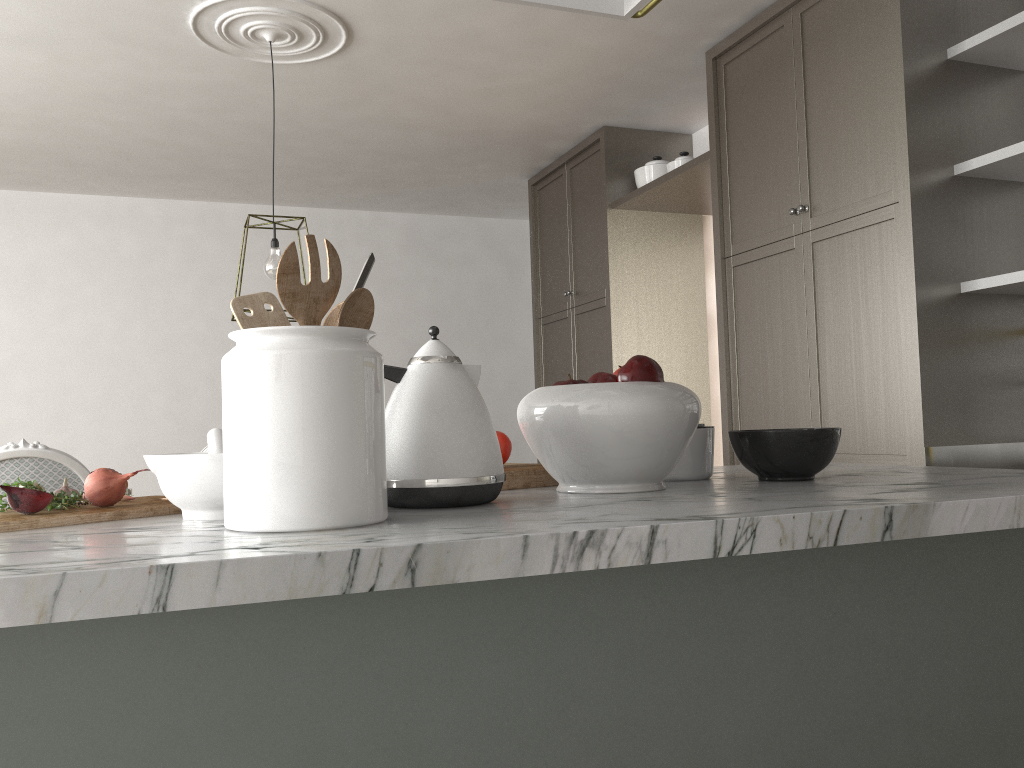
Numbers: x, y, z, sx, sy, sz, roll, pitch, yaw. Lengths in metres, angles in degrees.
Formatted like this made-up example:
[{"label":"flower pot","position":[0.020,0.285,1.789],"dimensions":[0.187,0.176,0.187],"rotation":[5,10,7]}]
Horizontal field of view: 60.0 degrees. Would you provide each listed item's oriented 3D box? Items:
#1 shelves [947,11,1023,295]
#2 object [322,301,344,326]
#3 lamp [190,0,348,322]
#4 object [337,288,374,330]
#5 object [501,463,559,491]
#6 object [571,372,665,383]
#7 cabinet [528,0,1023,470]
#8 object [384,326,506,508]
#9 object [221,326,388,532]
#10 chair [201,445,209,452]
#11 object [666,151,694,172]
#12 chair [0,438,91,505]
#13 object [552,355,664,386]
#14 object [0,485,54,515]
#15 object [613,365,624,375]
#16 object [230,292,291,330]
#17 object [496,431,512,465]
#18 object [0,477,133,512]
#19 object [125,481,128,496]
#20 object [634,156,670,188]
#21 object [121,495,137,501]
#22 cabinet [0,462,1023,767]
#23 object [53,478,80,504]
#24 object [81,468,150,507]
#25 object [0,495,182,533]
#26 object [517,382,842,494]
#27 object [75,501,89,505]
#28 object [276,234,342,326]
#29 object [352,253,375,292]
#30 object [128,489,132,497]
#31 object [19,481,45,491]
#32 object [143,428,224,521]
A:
[{"label":"shelves","position":[1.793,-0.712,2.225],"dimensions":[0.352,0.775,1.339],"rotation":[-1,-3,-21]},{"label":"object","position":[-0.223,0.024,1.010],"dimensions":[0.117,0.251,0.061],"rotation":[1,-4,-41]},{"label":"lamp","position":[-0.909,-0.807,3.380],"dimensions":[0.584,1.108,0.584],"rotation":[-2,-3,-6]},{"label":"object","position":[-0.198,0.021,0.941],"dimensions":[0.114,0.247,0.050],"rotation":[-1,-3,-16]},{"label":"object","position":[-0.104,0.160,1.497],"dimensions":[0.400,0.030,0.290],"rotation":[0,-3,-36]},{"label":"object","position":[0.148,0.021,1.337],"dimensions":[0.154,0.074,0.135],"rotation":[-1,-3,-26]},{"label":"cabinet","position":[1.554,-0.258,3.175],"dimensions":[0.947,2.377,5.433],"rotation":[-1,-3,-21]},{"label":"object","position":[-0.113,0.041,1.177],"dimensions":[0.204,0.236,0.178],"rotation":[-3,-3,15]},{"label":"object","position":[-0.227,0.048,0.977],"dimensions":[0.174,0.208,0.174],"rotation":[-2,-3,-4]},{"label":"chair","position":[-1.351,0.638,3.879],"dimensions":[0.480,0.833,0.505],"rotation":[-2,-3,11]},{"label":"object","position":[0.842,-1.049,4.316],"dimensions":[0.176,0.161,0.174],"rotation":[-1,-3,-16]},{"label":"chair","position":[-1.280,0.564,2.412],"dimensions":[0.480,0.833,0.505],"rotation":[-1,-3,-24]},{"label":"object","position":[0.135,0.006,1.281],"dimensions":[0.167,0.091,0.071],"rotation":[-2,-3,4]},{"label":"object","position":[-0.585,0.139,1.071],"dimensions":[0.057,0.039,0.049],"rotation":[-1,-3,-24]},{"label":"object","position":[0.184,-0.010,1.396],"dimensions":[0.054,0.048,0.061],"rotation":[-4,-3,32]},{"label":"object","position":[-0.243,0.020,1.025],"dimensions":[0.149,0.262,0.054],"rotation":[-2,-3,-6]},{"label":"object","position":[-0.107,0.108,1.514],"dimensions":[0.194,0.079,0.135],"rotation":[0,-3,-32]},{"label":"object","position":[-0.581,0.149,1.196],"dimensions":[0.116,0.058,0.224],"rotation":[-3,-3,15]},{"label":"object","position":[-1.333,0.376,3.017],"dimensions":[0.050,0.101,0.050],"rotation":[-1,-3,-14]},{"label":"object","position":[0.750,-1.061,4.552],"dimensions":[0.243,0.214,0.241],"rotation":[-1,-3,-16]},{"label":"object","position":[-0.542,0.160,1.246],"dimensions":[0.015,0.010,0.028],"rotation":[-4,-4,43]},{"label":"cabinet","position":[-0.279,0.524,1.136],"dimensions":[2.360,0.721,0.870],"rotation":[-1,-3,-21]},{"label":"object","position":[-0.604,0.145,1.198],"dimensions":[0.033,0.037,0.034],"rotation":[1,-4,-43]},{"label":"object","position":[-0.517,0.134,1.145],"dimensions":[0.090,0.051,0.050],"rotation":[-4,-3,32]},{"label":"object","position":[-0.563,0.168,1.162],"dimensions":[0.220,0.012,0.330],"rotation":[-4,-4,39]},{"label":"object","position":[0.255,0.079,1.375],"dimensions":[0.491,0.156,0.364],"rotation":[1,-4,-44]},{"label":"object","position":[-0.592,0.161,1.226],"dimensions":[0.059,0.008,0.043],"rotation":[-3,-3,21]},{"label":"object","position":[-0.204,-0.002,0.935],"dimensions":[0.056,0.296,0.131],"rotation":[-2,-3,-2]},{"label":"object","position":[-0.219,0.002,0.978],"dimensions":[0.141,0.290,0.064],"rotation":[-2,-3,-7]},{"label":"object","position":[-1.382,0.406,3.182],"dimensions":[0.036,0.060,0.036],"rotation":[-3,-3,20]},{"label":"object","position":[-0.633,0.147,1.171],"dimensions":[0.035,0.036,0.037],"rotation":[0,-3,-33]},{"label":"object","position":[-0.351,0.109,1.102],"dimensions":[0.159,0.110,0.172],"rotation":[-3,-3,24]}]
